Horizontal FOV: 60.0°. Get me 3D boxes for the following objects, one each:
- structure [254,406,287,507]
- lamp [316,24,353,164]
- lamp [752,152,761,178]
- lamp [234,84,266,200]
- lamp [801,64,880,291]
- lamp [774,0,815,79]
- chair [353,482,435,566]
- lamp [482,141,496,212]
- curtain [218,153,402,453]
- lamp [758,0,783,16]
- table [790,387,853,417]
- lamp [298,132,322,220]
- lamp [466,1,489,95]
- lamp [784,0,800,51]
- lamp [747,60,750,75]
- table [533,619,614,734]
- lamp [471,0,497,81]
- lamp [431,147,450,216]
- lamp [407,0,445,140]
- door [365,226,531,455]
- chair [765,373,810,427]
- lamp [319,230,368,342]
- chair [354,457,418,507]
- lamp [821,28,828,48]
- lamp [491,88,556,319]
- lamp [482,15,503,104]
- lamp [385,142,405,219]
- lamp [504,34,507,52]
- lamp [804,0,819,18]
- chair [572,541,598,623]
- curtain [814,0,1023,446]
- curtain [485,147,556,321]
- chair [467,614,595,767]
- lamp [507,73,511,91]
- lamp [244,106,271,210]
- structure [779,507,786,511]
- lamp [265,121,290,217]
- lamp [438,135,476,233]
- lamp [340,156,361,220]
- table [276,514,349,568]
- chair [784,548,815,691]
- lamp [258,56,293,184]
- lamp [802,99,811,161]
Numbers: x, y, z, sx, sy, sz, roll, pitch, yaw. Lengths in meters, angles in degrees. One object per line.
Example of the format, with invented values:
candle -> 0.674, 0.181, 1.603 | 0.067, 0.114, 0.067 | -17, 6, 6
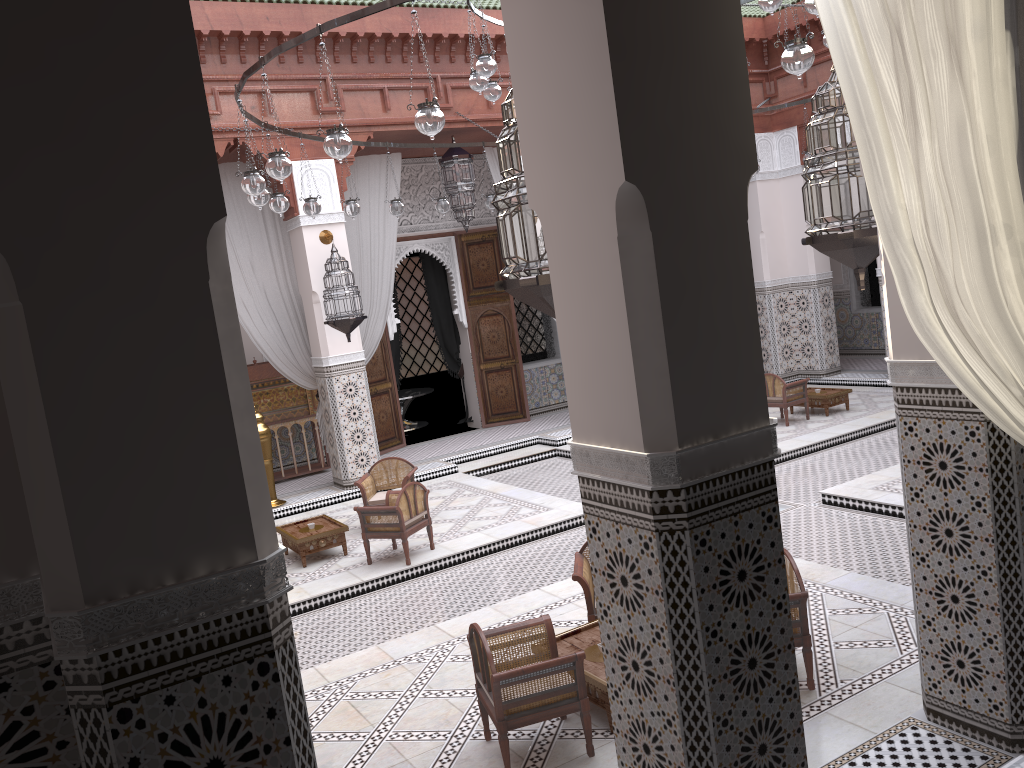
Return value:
structure -> -1.324, 0.382, 4.719 | 0.156, 0.539, 0.156 | -4, 8, 32
lamp -> -0.500, -0.786, 2.406 | 0.091, 0.371, 0.090 | -10, 7, -14
lamp -> 1.342, -1.350, 5.000 | 0.091, 0.371, 0.090 | -12, 7, -29
lamp -> -0.873, -0.788, 2.894 | 0.091, 0.371, 0.090 | -10, 7, -14
lamp -> 0.710, -0.472, 1.864 | 0.216, 0.552, 0.221 | -12, 7, -29
lamp -> 0.673, -0.925, 2.138 | 0.091, 0.371, 0.090 | -10, 7, -14
chair -> -0.477, 0.561, 3.641 | 0.208, 0.313, 0.263 | -5, 7, 27
lamp -> -0.136, -1.107, 4.748 | 0.090, 0.371, 0.091 | -8, 6, 5
curtain -> -1.099, -0.391, 5.049 | 1.304, 1.761, 0.048 | -12, 7, -29
lamp -> 0.829, -1.401, 2.908 | 0.091, 0.371, 0.090 | -9, 6, -4
table -> 1.875, 0.104, 5.425 | 0.229, 0.142, 0.330 | -12, 7, -29
lamp -> -0.889, -0.891, 3.808 | 0.090, 0.371, 0.091 | -11, 7, -24
lamp -> -0.159, -1.323, 3.479 | 0.091, 0.371, 0.090 | -3, 8, 40
lamp -> 1.227, -1.572, 3.903 | 0.091, 0.371, 0.090 | -7, 7, 10
lamp -> 1.039, -1.567, 4.098 | 0.091, 0.371, 0.090 | -10, 7, -14
table -> 0.235, 0.711, 2.193 | 0.229, 0.142, 0.330 | -12, 7, -29
lamp -> -0.122, -1.304, 3.266 | 0.090, 0.371, 0.091 | -9, 6, -4
lamp -> -0.382, -1.052, 4.573 | 0.090, 0.371, 0.091 | -6, 7, 15
lamp -> -0.234, -0.807, 2.247 | 0.091, 0.371, 0.090 | -10, 7, -14
door -> -0.598, -0.351, 6.152 | 1.244, 1.461, 0.419 | -12, 7, -29
chair -> 1.603, 0.075, 5.262 | 0.208, 0.313, 0.263 | -12, 8, -33
lamp -> -0.914, -0.528, 4.711 | 0.216, 0.618, 0.217 | -12, 7, -29
chair -> -0.573, 0.516, 4.157 | 0.263, 0.313, 0.208 | -7, 7, 6
lamp -> 1.303, -1.551, 3.619 | 0.090, 0.371, 0.091 | -6, 7, 15
lamp -> 0.063, -0.337, 1.495 | 0.216, 0.552, 0.221 | -12, 7, -29
lamp -> -0.110, -1.357, 3.707 | 0.090, 0.371, 0.091 | -11, 7, -24
lamp -> -0.592, -0.996, 4.348 | 0.090, 0.371, 0.091 | -8, 6, 5
lamp -> -0.009, -1.298, 3.065 | 0.090, 0.371, 0.091 | -11, 7, -24
lamp -> 1.025, -1.442, 3.024 | 0.091, 0.371, 0.090 | -12, 7, -29
chair -> 0.313, 0.580, 2.480 | 0.263, 0.313, 0.208 | -7, 7, 6
curtain -> 0.938, -0.283, 1.525 | 1.303, 1.764, 0.129 | -12, 7, -29
curtain -> 0.500, -0.724, 5.937 | 1.304, 1.761, 0.048 | -12, 7, -29
chair -> 0.037, 0.674, 2.001 | 0.208, 0.313, 0.263 | -10, 7, -15
lamp -> 0.008, -1.396, 3.904 | 0.090, 0.371, 0.091 | -9, 6, -4
lamp -> -0.948, -0.813, 3.200 | 0.091, 0.371, 0.090 | -3, 8, 40
structure -> 0.843, 0.446, 3.841 | 0.528, 0.310, 0.501 | -12, 7, -29
lamp -> -0.953, -0.847, 3.509 | 0.090, 0.371, 0.091 | -13, 8, -34
lamp -> -0.310, -1.186, 5.272 | 0.221, 0.571, 0.220 | -12, 7, -29
lamp -> -0.767, -0.941, 4.090 | 0.090, 0.371, 0.091 | -10, 7, -14
table -> -0.866, 0.679, 3.865 | 0.229, 0.142, 0.330 | -12, 7, -29
chair -> 0.595, 0.573, 2.181 | 0.208, 0.313, 0.263 | -8, 6, 1
lamp -> -0.719, -0.780, 2.626 | 0.091, 0.371, 0.090 | -10, 7, -14
lamp -> 1.628, -1.377, 4.877 | 0.091, 0.371, 0.090 | -10, 7, -14
